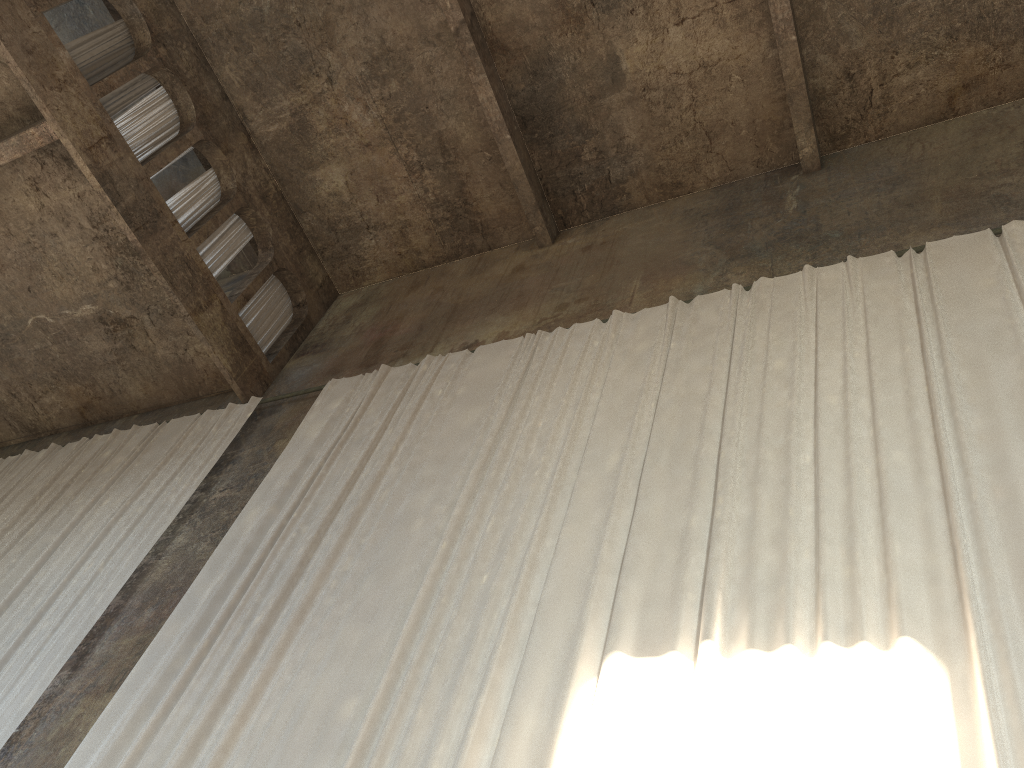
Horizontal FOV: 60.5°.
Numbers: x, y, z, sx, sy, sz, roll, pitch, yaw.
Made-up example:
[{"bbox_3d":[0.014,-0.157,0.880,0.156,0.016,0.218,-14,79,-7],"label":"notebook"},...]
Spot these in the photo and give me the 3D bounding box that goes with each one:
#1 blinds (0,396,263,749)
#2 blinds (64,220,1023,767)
[{"bbox_3d":[-7.452,3.349,9.064,7.901,8.102,0.290,-12,-57,26],"label":"blinds"},{"bbox_3d":[0.275,1.729,5.342,7.901,8.102,0.290,-12,-57,26],"label":"blinds"}]
